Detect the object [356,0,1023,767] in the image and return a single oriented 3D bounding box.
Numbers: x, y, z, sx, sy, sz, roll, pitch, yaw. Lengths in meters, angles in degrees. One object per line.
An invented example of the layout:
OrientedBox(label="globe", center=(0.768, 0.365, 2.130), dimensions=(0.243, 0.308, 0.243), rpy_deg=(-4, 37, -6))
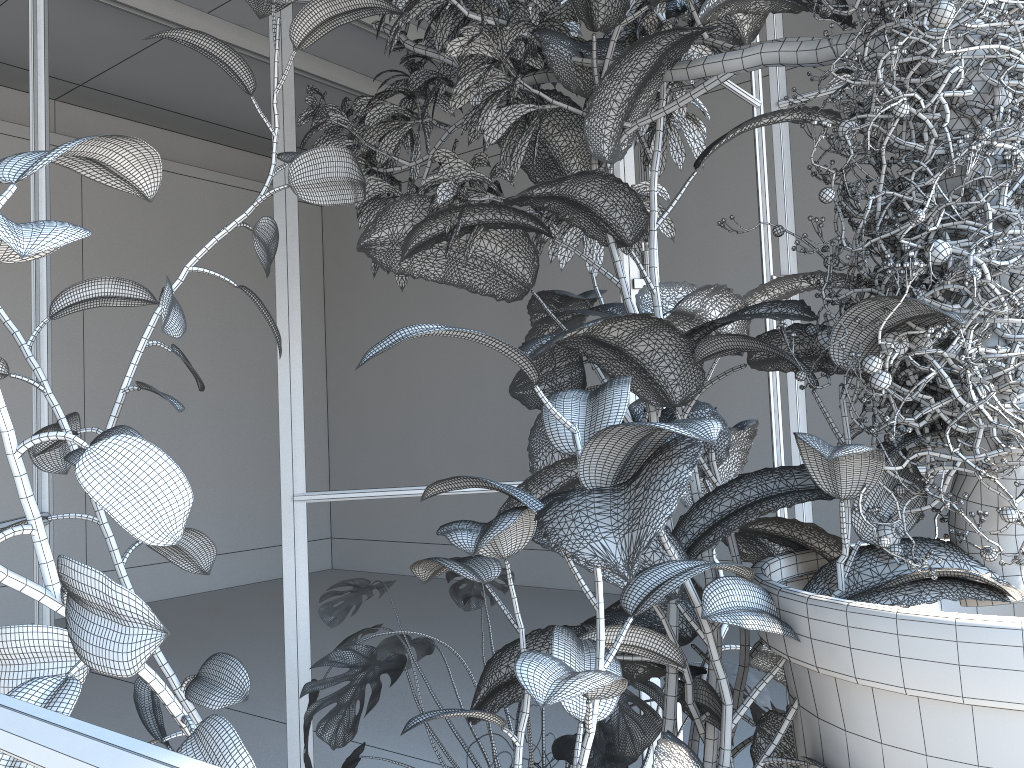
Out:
OrientedBox(label="object", center=(0.240, 0.259, 1.389), dimensions=(0.868, 2.157, 1.270), rpy_deg=(-1, -4, -21))

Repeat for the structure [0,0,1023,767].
OrientedBox(label="structure", center=(0.720, -0.365, 1.242), dimensions=(2.994, 3.454, 2.452), rpy_deg=(-5, -4, 38))

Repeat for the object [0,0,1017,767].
OrientedBox(label="object", center=(-0.298, 0.269, 1.013), dimensions=(1.309, 2.183, 1.253), rpy_deg=(1, -5, -41))

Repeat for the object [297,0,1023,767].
OrientedBox(label="object", center=(0.322, -0.748, 1.014), dimensions=(2.243, 4.154, 2.486), rpy_deg=(-3, -3, 9))

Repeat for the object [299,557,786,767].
OrientedBox(label="object", center=(-0.021, 0.892, 1.746), dimensions=(1.125, 1.001, 0.920), rpy_deg=(-5, -4, 35))
